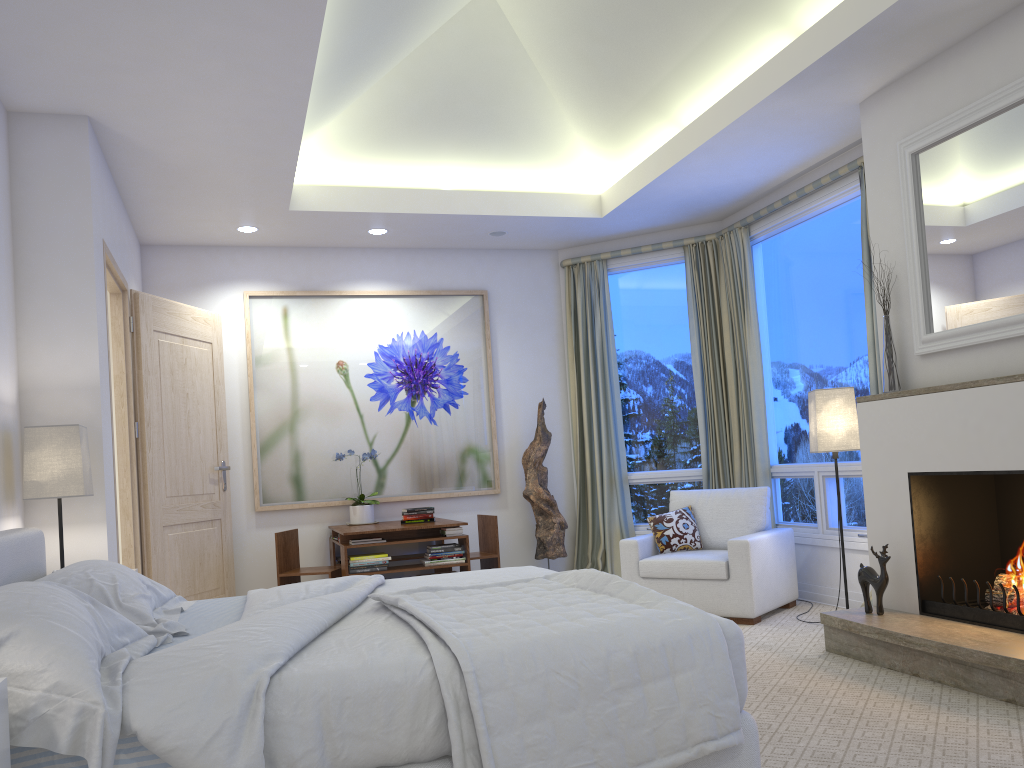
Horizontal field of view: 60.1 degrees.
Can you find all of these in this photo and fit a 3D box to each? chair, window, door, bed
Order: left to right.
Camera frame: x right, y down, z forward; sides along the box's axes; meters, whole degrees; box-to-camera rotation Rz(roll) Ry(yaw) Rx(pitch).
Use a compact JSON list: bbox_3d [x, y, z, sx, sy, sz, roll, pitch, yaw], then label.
[{"bbox_3d":[-1.950,0.463,4.796,0.360,2.050,1.788,-4,-4,-1],"label":"door"},{"bbox_3d":[-0.597,0.795,2.641,2.018,0.813,1.977,-2,-5,-18],"label":"bed"},{"bbox_3d":[-1.228,1.208,5.502,0.340,0.609,0.341,-4,-3,8],"label":"chair"},{"bbox_3d":[-0.296,1.173,5.769,0.340,0.609,0.341,-2,-3,-22],"label":"chair"},{"bbox_3d":[1.139,0.974,5.168,0.808,0.705,0.688,-7,-5,37],"label":"chair"},{"bbox_3d":[1.854,-0.074,5.163,0.206,2.022,1.518,-3,-3,-17],"label":"window"},{"bbox_3d":[1.894,-0.238,3.452,0.813,2.020,6.873,-3,-5,-17],"label":"window"}]

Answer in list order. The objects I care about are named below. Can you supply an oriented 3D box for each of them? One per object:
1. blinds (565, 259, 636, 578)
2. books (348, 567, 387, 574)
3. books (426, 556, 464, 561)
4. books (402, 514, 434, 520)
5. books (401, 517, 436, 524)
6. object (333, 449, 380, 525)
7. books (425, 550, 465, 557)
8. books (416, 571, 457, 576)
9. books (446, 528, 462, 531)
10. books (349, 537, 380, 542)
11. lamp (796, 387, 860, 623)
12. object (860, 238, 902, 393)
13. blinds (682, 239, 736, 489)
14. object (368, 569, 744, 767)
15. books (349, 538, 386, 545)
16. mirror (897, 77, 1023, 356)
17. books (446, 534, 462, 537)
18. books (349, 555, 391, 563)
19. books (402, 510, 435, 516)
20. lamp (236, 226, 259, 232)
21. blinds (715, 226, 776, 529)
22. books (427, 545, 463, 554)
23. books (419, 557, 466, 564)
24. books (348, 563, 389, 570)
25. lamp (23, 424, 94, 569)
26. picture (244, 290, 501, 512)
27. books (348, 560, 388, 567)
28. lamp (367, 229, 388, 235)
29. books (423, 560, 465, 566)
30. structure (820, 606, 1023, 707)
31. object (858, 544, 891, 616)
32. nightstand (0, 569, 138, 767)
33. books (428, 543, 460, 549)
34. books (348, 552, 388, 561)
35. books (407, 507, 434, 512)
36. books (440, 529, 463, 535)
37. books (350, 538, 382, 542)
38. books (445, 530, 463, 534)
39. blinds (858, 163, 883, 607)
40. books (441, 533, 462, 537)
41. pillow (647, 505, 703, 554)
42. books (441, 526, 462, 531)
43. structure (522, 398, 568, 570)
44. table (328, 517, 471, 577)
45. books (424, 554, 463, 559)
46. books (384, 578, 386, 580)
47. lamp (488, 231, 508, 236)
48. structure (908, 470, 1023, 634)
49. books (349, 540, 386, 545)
[{"bbox_3d":[0.548,0.282,6.301,0.643,2.369,0.295,-5,-3,24],"label":"blinds"},{"bbox_3d":[-0.856,1.091,5.216,0.217,0.020,0.157,-2,-6,-17],"label":"books"},{"bbox_3d":[-0.409,1.052,5.364,0.205,0.011,0.149,-2,-6,-17],"label":"books"},{"bbox_3d":[-0.604,0.845,5.651,0.190,0.031,0.132,-3,-5,-12],"label":"books"},{"bbox_3d":[-0.598,0.873,5.660,0.212,0.027,0.155,-4,-5,-2],"label":"books"},{"bbox_3d":[-1.026,0.684,5.902,0.305,0.503,0.216,-3,-3,-18],"label":"object"},{"bbox_3d":[-0.410,1.025,5.372,0.217,0.016,0.137,-2,-6,-17],"label":"books"},{"bbox_3d":[-0.445,1.161,5.355,0.249,0.022,0.180,-2,-6,-17],"label":"books"},{"bbox_3d":[-0.365,0.878,5.377,0.100,0.012,0.140,-2,-6,-17],"label":"books"},{"bbox_3d":[-0.866,0.919,5.232,0.177,0.009,0.113,-2,-6,-17],"label":"books"},{"bbox_3d":[1.598,0.691,5.132,0.276,1.202,1.534,-4,-4,-5],"label":"lamp"},{"bbox_3d":[1.639,-0.306,3.925,0.189,0.691,0.193,-4,-3,10],"label":"object"},{"bbox_3d":[1.352,0.198,5.927,0.525,2.365,0.270,-5,-3,26],"label":"blinds"},{"bbox_3d":[0.055,0.774,2.362,0.717,0.465,0.917,-2,-5,-21],"label":"object"},{"bbox_3d":[-0.852,0.930,5.229,0.201,0.015,0.140,-2,-6,-17],"label":"books"},{"bbox_3d":[1.846,-0.635,3.460,0.039,0.938,0.843,-3,-4,-17],"label":"mirror"},{"bbox_3d":[-0.365,0.913,5.375,0.101,0.012,0.140,-2,-6,-17],"label":"books"},{"bbox_3d":[-0.842,1.035,5.240,0.239,0.019,0.173,-3,-5,-12],"label":"books"},{"bbox_3d":[-0.600,0.821,5.653,0.205,0.020,0.125,-3,-5,-7],"label":"books"},{"bbox_3d":[-1.647,-0.958,5.516,0.137,0.014,0.137,-9,-7,44],"label":"lamp"},{"bbox_3d":[1.451,0.177,5.762,0.266,2.362,0.526,-3,-3,-24],"label":"blinds"},{"bbox_3d":[-0.411,1.004,5.374,0.205,0.026,0.125,-3,-5,-12],"label":"books"},{"bbox_3d":[-0.424,1.066,5.373,0.249,0.015,0.180,-2,-6,-17],"label":"books"},{"bbox_3d":[-0.853,1.072,5.217,0.234,0.019,0.144,-2,-6,-17],"label":"books"},{"bbox_3d":[-1.730,0.454,3.389,0.210,0.581,0.211,-3,-3,-17],"label":"lamp"},{"bbox_3d":[-0.934,0.083,6.100,1.679,1.457,0.030,-2,-3,-17],"label":"picture"},{"bbox_3d":[-0.852,1.053,5.225,0.222,0.020,0.155,-2,-6,-17],"label":"books"},{"bbox_3d":[-0.873,-0.985,5.759,0.137,0.014,0.137,-9,-7,44],"label":"lamp"},{"bbox_3d":[-0.417,1.079,5.369,0.239,0.017,0.173,-3,-5,-12],"label":"books"},{"bbox_3d":[1.723,1.030,3.321,0.329,0.171,1.460,-2,-6,-17],"label":"structure"},{"bbox_3d":[1.578,0.850,3.842,0.096,0.307,0.180,-2,-3,-31],"label":"object"},{"bbox_3d":[-1.326,0.921,2.336,0.400,0.598,2.560,-3,-5,-17],"label":"nightstand"},{"bbox_3d":[-0.418,0.984,5.371,0.177,0.017,0.113,-2,-6,-17],"label":"books"},{"bbox_3d":[-0.854,1.018,5.229,0.217,0.019,0.157,-2,-6,-17],"label":"books"},{"bbox_3d":[-0.600,0.801,5.653,0.180,0.018,0.126,-2,-6,-22],"label":"books"},{"bbox_3d":[-0.368,0.896,5.380,0.111,0.022,0.154,-2,-6,-17],"label":"books"},{"bbox_3d":[-0.865,0.919,5.232,0.174,0.008,0.112,-2,-6,-17],"label":"books"},{"bbox_3d":[-0.369,0.896,5.380,0.108,0.020,0.151,-2,-6,-17],"label":"books"},{"bbox_3d":[1.860,0.025,4.446,0.228,2.362,0.662,-3,-3,-13],"label":"blinds"},{"bbox_3d":[-0.365,0.913,5.374,0.103,0.013,0.143,-2,-6,-17],"label":"books"},{"bbox_3d":[0.969,0.866,5.271,0.284,0.271,0.188,-3,-3,-8],"label":"pillow"},{"bbox_3d":[-0.365,0.878,5.376,0.103,0.013,0.143,-2,-6,-17],"label":"books"},{"bbox_3d":[0.222,0.791,6.225,0.305,1.390,0.264,-3,-3,-17],"label":"structure"},{"bbox_3d":[-0.731,1.192,5.626,0.739,0.598,0.904,-2,-5,-17],"label":"table"},{"bbox_3d":[-0.417,1.040,5.365,0.209,0.015,0.146,-2,-6,-17],"label":"books"},{"bbox_3d":[-0.844,1.157,5.199,0.198,0.017,0.114,-2,-6,-17],"label":"books"},{"bbox_3d":[-0.096,-1.013,6.001,0.137,0.014,0.137,-9,-7,44],"label":"lamp"},{"bbox_3d":[2.079,0.629,3.456,0.475,0.613,0.878,-3,-4,-17],"label":"structure"},{"bbox_3d":[-0.851,0.930,5.229,0.201,0.014,0.137,-2,-6,-17],"label":"books"}]
